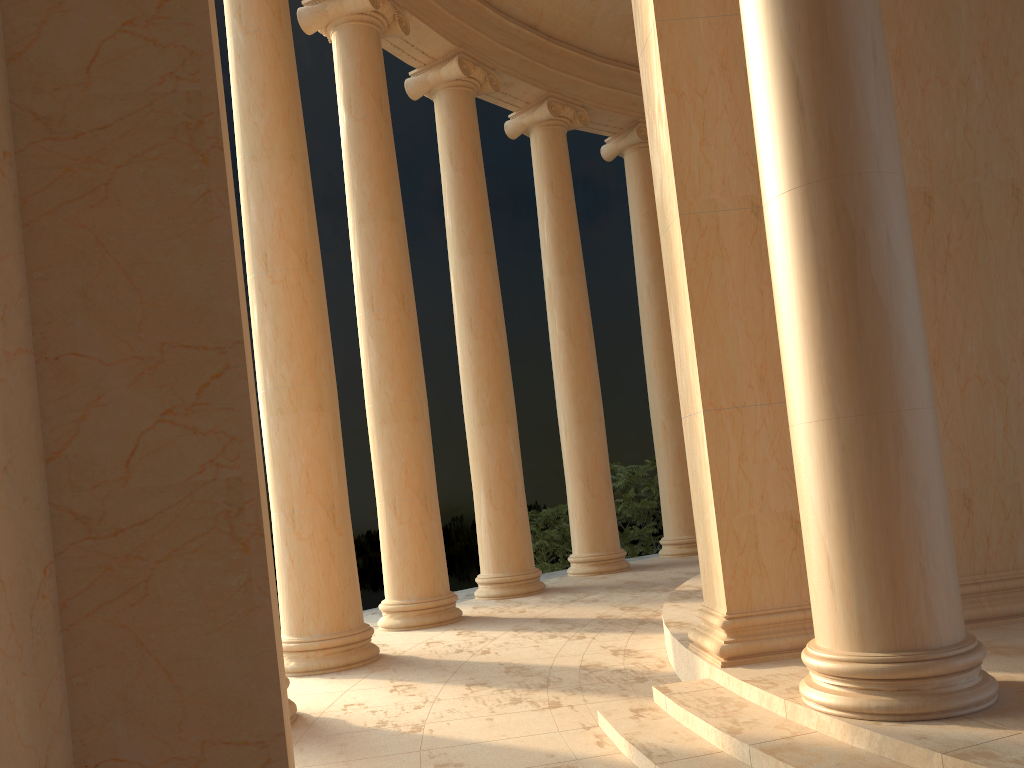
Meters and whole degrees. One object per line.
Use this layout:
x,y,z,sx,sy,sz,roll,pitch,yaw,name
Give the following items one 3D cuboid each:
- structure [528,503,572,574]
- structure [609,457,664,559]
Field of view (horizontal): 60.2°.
58.402,303.578,1516.934,149.425,187.737,156.061,-7,-4,7,structure
244.357,279.820,1604.012,247.055,298.552,238.654,-6,-4,-2,structure
